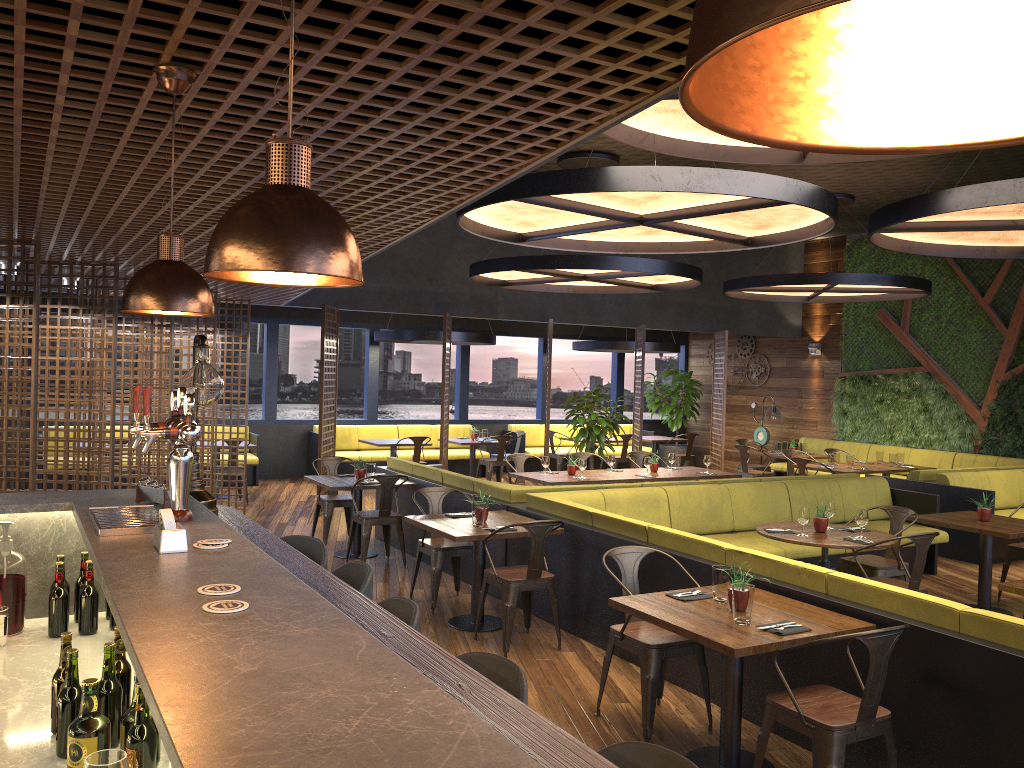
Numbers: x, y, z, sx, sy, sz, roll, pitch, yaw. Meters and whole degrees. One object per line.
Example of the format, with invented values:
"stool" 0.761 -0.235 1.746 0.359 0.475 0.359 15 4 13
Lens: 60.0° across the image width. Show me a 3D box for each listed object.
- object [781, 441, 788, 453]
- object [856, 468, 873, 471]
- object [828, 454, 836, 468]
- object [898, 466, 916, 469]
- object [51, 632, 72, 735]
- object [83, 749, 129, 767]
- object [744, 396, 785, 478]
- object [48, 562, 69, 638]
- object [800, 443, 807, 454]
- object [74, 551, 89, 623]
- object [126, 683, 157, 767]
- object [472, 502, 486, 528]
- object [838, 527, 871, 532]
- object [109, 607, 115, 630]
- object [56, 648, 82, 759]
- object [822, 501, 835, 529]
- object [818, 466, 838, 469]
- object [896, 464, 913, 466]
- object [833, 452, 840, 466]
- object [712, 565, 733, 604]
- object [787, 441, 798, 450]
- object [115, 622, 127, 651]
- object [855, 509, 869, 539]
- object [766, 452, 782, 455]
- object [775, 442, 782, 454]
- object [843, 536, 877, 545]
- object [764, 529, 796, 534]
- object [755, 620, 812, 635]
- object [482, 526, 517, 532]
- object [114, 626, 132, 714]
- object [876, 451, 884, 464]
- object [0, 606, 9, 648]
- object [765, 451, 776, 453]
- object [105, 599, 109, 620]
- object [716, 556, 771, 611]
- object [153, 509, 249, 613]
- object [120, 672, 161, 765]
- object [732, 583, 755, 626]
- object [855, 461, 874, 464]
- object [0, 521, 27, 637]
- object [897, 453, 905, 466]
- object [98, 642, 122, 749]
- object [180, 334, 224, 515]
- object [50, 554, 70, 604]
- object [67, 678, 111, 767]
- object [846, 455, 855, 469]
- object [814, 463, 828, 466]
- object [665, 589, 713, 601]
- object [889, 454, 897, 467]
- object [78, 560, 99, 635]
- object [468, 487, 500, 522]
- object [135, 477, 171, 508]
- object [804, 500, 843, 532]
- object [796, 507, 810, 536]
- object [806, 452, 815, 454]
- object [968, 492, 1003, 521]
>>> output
"object" 4.288 0.995 13.962 0.102 0.178 0.102 2 1 6
"object" 4.588 1.113 11.601 0.255 0.019 0.157 1 1 -30
"object" 4.256 1.021 11.811 0.102 0.178 0.102 1 1 -44
"object" 5.380 1.130 12.089 0.157 0.019 0.255 1 1 -30
"object" -1.139 0.762 2.263 0.063 0.254 0.063 2 1 13
"object" -0.766 0.804 1.668 0.097 0.206 0.097 2 1 2
"object" 4.798 1.024 16.638 0.459 1.615 0.848 1 1 -29
"object" -1.559 0.740 3.050 0.063 0.254 0.063 1 1 -42
"object" 4.534 1.004 13.807 0.102 0.178 0.102 2 1 6
"object" -1.559 0.738 3.232 0.063 0.254 0.063 2 1 13
"object" -0.805 0.776 1.927 0.063 0.254 0.063 1 1 -42
"object" -0.246 0.954 6.473 0.102 0.178 0.102 1 1 -44
"object" 2.617 1.117 6.823 0.255 0.019 0.157 1 1 -27
"object" -1.396 0.743 3.155 0.063 0.254 0.063 2 1 33
"object" -1.060 0.766 2.134 0.063 0.254 0.063 2 1 23
"object" 2.459 1.017 6.888 0.097 0.206 0.097 2 1 9
"object" 4.141 1.099 11.689 0.157 0.019 0.255 1 1 -30
"object" 5.518 1.129 12.464 0.157 0.019 0.255 1 1 -30
"object" 4.415 1.022 12.073 0.102 0.178 0.102 1 1 -44
"object" 1.063 1.017 4.496 0.102 0.178 0.102 1 1 -44
"object" 4.360 0.953 13.778 0.238 0.271 0.260 2 1 -8
"object" -1.276 0.750 2.932 0.063 0.254 0.063 2 1 33
"object" 2.572 1.025 6.520 0.097 0.206 0.097 2 1 -5
"object" 4.033 1.071 13.673 0.157 0.019 0.255 1 1 -30
"object" 4.149 0.993 13.794 0.102 0.178 0.102 1 1 -44
"object" 2.491 1.119 6.365 0.157 0.019 0.255 1 1 -23
"object" 2.035 1.102 6.673 0.255 0.019 0.157 2 1 3
"object" 1.223 1.107 4.039 0.255 0.019 0.157 1 1 -30
"object" -0.102 1.039 6.390 0.255 0.019 0.157 1 1 -30
"object" -1.034 0.764 2.332 0.063 0.254 0.063 2 1 33
"object" 5.193 1.040 12.512 0.102 0.178 0.102 1 1 -44
"object" -1.711 0.803 2.923 0.088 0.123 0.088 1 1 -24
"object" 4.164 1.070 14.075 0.255 0.019 0.157 1 1 -30
"object" -1.467 0.740 3.282 0.063 0.254 0.063 2 1 33
"object" 1.108 0.974 4.330 0.238 0.271 0.260 2 1 -8
"object" -0.699 0.392 2.117 0.200 0.106 0.766 1 1 -29
"object" -0.872 0.787 2.085 0.088 0.224 0.088 2 1 0
"object" 1.069 1.022 4.109 0.102 0.178 0.102 2 1 6
"object" 5.007 1.113 12.550 0.157 0.019 0.255 1 1 -30
"object" -1.750 0.668 3.060 0.133 0.385 0.133 2 1 10
"object" 5.408 1.048 12.341 0.102 0.178 0.102 1 1 -44
"object" -0.996 0.767 2.188 0.063 0.254 0.063 2 1 -2
"object" -1.655 0.214 4.641 0.263 0.944 0.566 1 1 -37
"object" -1.614 0.738 3.167 0.063 0.254 0.063 1 1 -37
"object" -0.961 0.785 2.016 0.088 0.224 0.088 2 1 15
"object" 4.468 1.028 11.713 0.102 0.178 0.102 2 1 6
"object" 4.276 1.097 12.138 0.157 0.019 0.255 1 1 -30
"object" 0.938 1.092 4.610 0.255 0.019 0.157 1 1 -30
"object" 5.208 1.045 12.130 0.102 0.178 0.102 2 1 6
"object" -1.473 0.742 3.087 0.063 0.254 0.063 1 1 -37
"object" -0.218 0.906 6.708 0.260 0.271 0.238 1 1 -28
"object" -1.220 0.372 3.084 0.177 0.091 0.091 2 1 36
"object" 2.332 0.981 6.697 0.238 0.271 0.260 2 1 -8
"object" 2.145 1.013 6.535 0.097 0.206 0.097 2 1 12
"object" 4.645 1.086 13.930 0.157 0.019 0.255 1 1 -30
"object" 4.000 1.020 7.476 0.260 0.271 0.238 2 1 6
